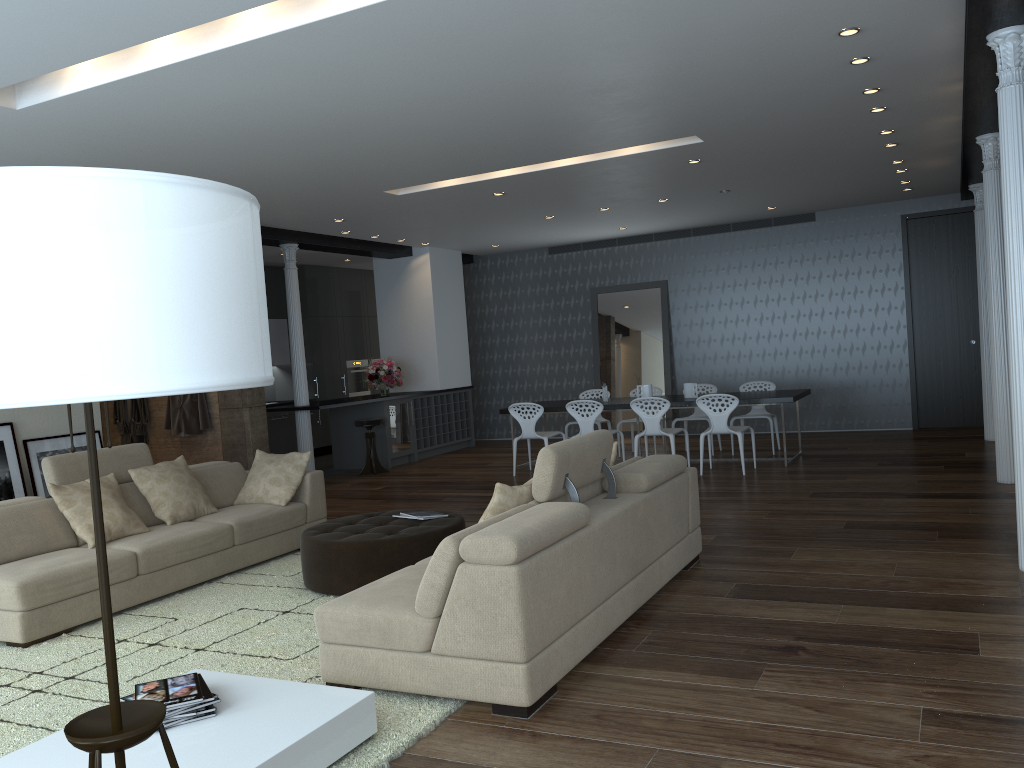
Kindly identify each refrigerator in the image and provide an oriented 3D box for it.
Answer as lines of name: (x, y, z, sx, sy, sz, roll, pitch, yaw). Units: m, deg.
refrigerator: (-1.508, 0.581, 11.904, 0.075, 0.774, 0.578, -3, 2, 31)

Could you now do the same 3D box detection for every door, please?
door: (5.665, -0.834, 11.496, 1.000, 2.814, 0.246, -3, 2, 27)

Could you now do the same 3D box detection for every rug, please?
rug: (-1.174, 1.301, 4.910, 2.972, 0.020, 4.231, -3, 2, 27)

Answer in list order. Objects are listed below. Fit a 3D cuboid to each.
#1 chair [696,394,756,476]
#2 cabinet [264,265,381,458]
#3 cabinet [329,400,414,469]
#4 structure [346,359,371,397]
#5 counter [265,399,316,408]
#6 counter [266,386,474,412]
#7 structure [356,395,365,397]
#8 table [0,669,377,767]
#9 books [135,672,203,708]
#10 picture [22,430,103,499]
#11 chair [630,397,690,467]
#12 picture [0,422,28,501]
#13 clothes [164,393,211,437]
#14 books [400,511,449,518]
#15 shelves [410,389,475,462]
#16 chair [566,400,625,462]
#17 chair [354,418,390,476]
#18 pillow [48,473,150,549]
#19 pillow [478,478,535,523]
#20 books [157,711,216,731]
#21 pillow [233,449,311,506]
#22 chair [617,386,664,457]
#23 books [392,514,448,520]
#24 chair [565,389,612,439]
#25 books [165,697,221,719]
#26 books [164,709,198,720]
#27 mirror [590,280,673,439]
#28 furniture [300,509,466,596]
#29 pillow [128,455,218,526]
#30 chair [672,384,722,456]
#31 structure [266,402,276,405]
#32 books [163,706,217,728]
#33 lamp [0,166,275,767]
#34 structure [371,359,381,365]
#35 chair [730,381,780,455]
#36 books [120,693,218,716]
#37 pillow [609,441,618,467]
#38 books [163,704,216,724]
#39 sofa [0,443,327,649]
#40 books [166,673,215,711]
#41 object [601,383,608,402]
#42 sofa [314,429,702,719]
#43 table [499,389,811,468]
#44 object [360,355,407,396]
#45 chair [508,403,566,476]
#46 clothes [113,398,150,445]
chair: (2.180, 0.496, 9.105, 0.495, 0.835, 0.581, -3, 2, 27)
cabinet: (-3.381, -0.345, 14.009, 0.827, 2.980, 7.409, -3, 2, 27)
cabinet: (-1.901, 0.664, 12.075, 0.900, 0.897, 0.642, -3, 2, 27)
structure: (-2.790, -0.088, 14.904, 0.591, 0.596, 0.595, -3, 2, 27)
counter: (-4.190, 0.477, 12.337, 0.807, 0.223, 3.597, -3, 2, 27)
counter: (-1.859, 0.187, 12.212, 1.000, 0.040, 3.700, -3, 2, 27)
structure: (-2.746, 0.511, 14.925, 0.591, 0.596, 0.595, -3, 2, 27)
table: (-1.100, 1.264, 3.058, 0.900, 0.170, 0.900, -3, 2, 27)
books: (-1.239, 1.112, 3.196, 0.220, 0.010, 0.300, -5, 2, -23)
picture: (-3.614, 0.910, 7.334, 0.195, 0.988, 0.700, -3, 2, 27)
chair: (1.551, 0.532, 9.401, 0.495, 0.835, 0.581, -3, 2, 27)
picture: (-4.064, 0.900, 6.415, 0.225, 1.140, 1.183, -3, 2, 27)
clothes: (-3.592, 0.207, 9.734, 0.700, 0.735, 0.173, -3, 2, 25)
books: (-0.578, 0.853, 5.807, 0.220, 0.040, 0.301, -5, 2, -28)
shelves: (-1.378, 0.590, 13.120, 0.900, 0.897, 1.700, -3, 2, 27)
chair: (0.898, 0.569, 9.741, 0.495, 0.835, 0.581, -3, 2, 27)
chair: (0.815, 0.798, 8.983, 21.556, 0.952, 16.134, -3, 2, 27)
pillow: (-2.647, 0.797, 5.679, 0.368, 0.416, 0.519, -3, 2, 22)
pillow: (-0.018, 0.649, 4.351, 0.368, 0.416, 0.519, -3, 2, 31)
books: (-1.212, 1.177, 3.210, 0.220, 0.010, 0.300, -5, 2, -28)
pillow: (-1.826, 0.709, 6.814, 0.518, 0.393, 0.395, -3, 2, 23)
chair: (1.643, 0.465, 11.164, 0.495, 0.835, 0.581, -3, 2, 27)
books: (-0.600, 0.862, 5.794, 0.300, 0.031, 0.219, -2, 3, 42)
chair: (1.017, 0.500, 11.480, 0.495, 0.835, 0.581, -3, 2, 27)
books: (-1.215, 1.138, 3.209, 0.220, 0.010, 0.300, -6, 3, -38)
books: (-1.236, 1.150, 3.197, 0.220, 0.010, 0.300, -5, 2, -13)
mirror: (1.778, -0.346, 13.223, 1.200, 2.294, 0.240, -3, 2, 27)
furniture: (-0.814, 1.060, 5.701, 1.057, 0.355, 1.057, -3, 2, 29)
pillow: (-2.380, 0.748, 6.242, 0.301, 0.439, 0.534, -3, 2, 23)
chair: (2.269, 0.429, 10.847, 0.495, 0.835, 0.581, -3, 2, 27)
structure: (-3.891, 0.327, 12.853, 0.520, 0.066, 0.900, -3, 2, 27)
books: (-1.235, 1.169, 3.198, 0.220, 0.010, 0.300, -6, 3, -43)
lamp: (-0.780, 0.522, 1.723, 0.698, 1.728, 0.698, -6, 3, -39)
structure: (-2.477, -0.203, 15.523, 0.528, 0.452, 0.595, -3, 2, 27)
chair: (2.895, 0.394, 10.531, 0.495, 0.835, 0.581, -3, 2, 27)
books: (-1.238, 1.131, 3.197, 0.300, 0.010, 0.220, -2, 3, 42)
pillow: (0.401, 0.583, 5.689, 0.518, 0.393, 0.395, -3, 2, 30)
books: (-1.213, 1.158, 3.210, 0.220, 0.010, 0.300, -5, 2, -28)
sofa: (-2.472, 0.892, 6.013, 1.021, 0.950, 2.581, -3, 2, 27)
books: (-1.216, 1.119, 3.208, 0.220, 0.010, 0.300, -5, 2, -28)
object: (1.098, 0.094, 10.548, 0.076, 0.233, 0.161, -4, 2, 8)
sofa: (0.155, 0.744, 4.686, 1.021, 0.950, 2.581, -3, 2, 27)
table: (1.655, 0.543, 10.374, 3.400, 0.733, 1.200, -3, 2, 27)
object: (-1.765, -0.115, 12.211, 0.570, 0.552, 0.544, -3, 2, 33)
chair: (0.275, 0.604, 10.061, 0.495, 0.835, 0.581, -3, 2, 27)
clothes: (-4.387, 0.277, 10.149, 0.569, 0.855, 0.141, -3, 2, 27)
